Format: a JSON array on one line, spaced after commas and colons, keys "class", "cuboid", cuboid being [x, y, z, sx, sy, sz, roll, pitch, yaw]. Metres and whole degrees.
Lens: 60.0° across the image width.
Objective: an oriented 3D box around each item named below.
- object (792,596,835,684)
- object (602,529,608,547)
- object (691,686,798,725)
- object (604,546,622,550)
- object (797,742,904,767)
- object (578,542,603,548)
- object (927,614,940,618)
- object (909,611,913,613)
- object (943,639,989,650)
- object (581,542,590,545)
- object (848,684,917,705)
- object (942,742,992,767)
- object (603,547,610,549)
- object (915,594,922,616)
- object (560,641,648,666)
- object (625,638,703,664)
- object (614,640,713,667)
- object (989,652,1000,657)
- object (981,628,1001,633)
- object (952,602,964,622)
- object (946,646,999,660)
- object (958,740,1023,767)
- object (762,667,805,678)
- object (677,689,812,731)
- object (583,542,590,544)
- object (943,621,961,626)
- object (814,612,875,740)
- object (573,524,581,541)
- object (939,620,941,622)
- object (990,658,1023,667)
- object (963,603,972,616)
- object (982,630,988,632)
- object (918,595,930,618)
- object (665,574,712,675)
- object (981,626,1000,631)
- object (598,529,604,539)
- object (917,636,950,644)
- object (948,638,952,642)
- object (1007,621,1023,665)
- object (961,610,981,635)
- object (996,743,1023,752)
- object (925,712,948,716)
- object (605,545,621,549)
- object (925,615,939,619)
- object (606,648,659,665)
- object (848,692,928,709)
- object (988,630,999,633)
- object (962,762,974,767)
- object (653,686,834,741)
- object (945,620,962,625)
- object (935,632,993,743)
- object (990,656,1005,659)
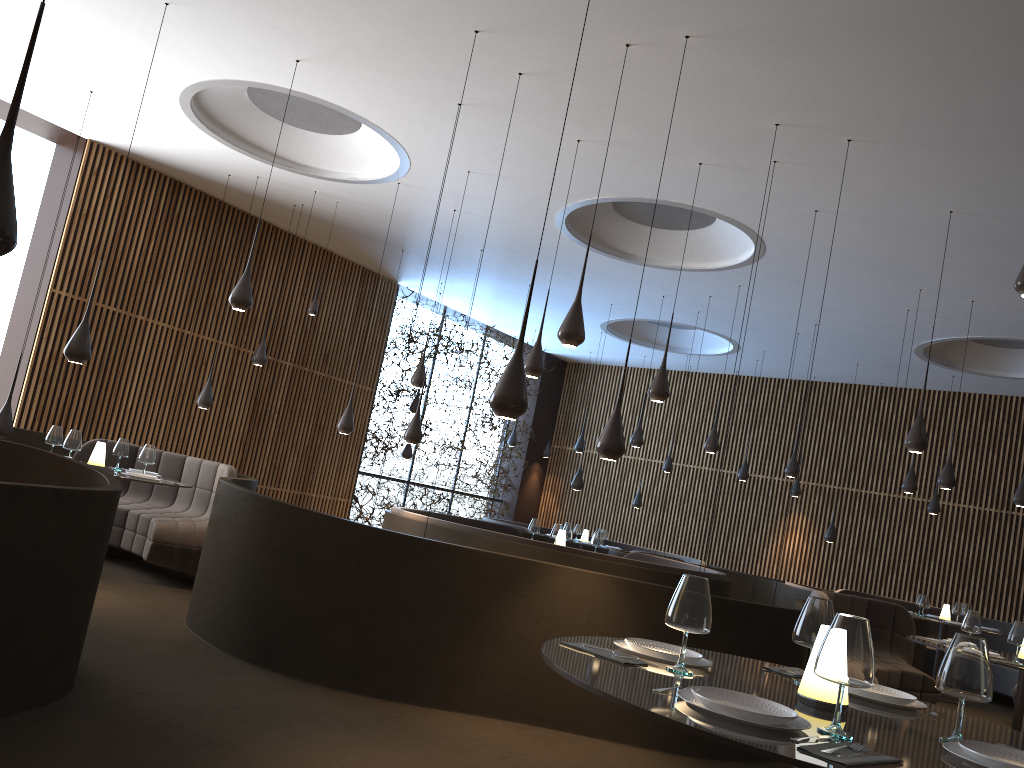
[{"class": "object", "cuboid": [1.029, 0.878, 3.022, 0.141, 0.294, 0.142, 7, -8, 34]}, {"class": "object", "cuboid": [1.603, 2.694, 15.505, 0.142, 0.294, 0.142, 12, -7, -10]}, {"class": "object", "cuboid": [0.580, 0.810, 2.224, 0.263, 0.029, 0.264, 7, -9, 28]}, {"class": "object", "cuboid": [1.742, 2.838, 15.328, 0.331, 0.014, 0.333, 8, -8, 22]}, {"class": "object", "cuboid": [0.757, 0.829, 1.979, 0.263, 0.017, 0.126, 18, -10, -39]}, {"class": "object", "cuboid": [1.302, 2.670, 14.733, 0.411, 0.012, 0.205, 12, -8, -7]}, {"class": "object", "cuboid": [6.048, 3.321, 12.627, 0.263, 0.029, 0.263, 14, -8, -17]}, {"class": "object", "cuboid": [5.443, 3.162, 12.348, 0.263, 0.029, 0.264, 4, -10, 43]}, {"class": "object", "cuboid": [3.645, 2.101, 7.127, 0.332, 0.014, 0.332, 14, -8, -18]}, {"class": "object", "cuboid": [1.306, 2.670, 14.734, 0.331, 0.014, 0.333, 8, -8, 23]}, {"class": "object", "cuboid": [1.233, 1.048, 3.013, 0.263, 0.029, 0.264, 7, -9, 27]}, {"class": "object", "cuboid": [1.248, 0.949, 2.196, 0.332, 0.014, 0.332, 13, -8, -13]}, {"class": "object", "cuboid": [1.601, 2.736, 14.731, 0.126, 0.017, 0.262, 12, -8, -3]}, {"class": "object", "cuboid": [5.781, 3.126, 12.548, 0.142, 0.294, 0.142, 14, -7, -22]}, {"class": "object", "cuboid": [0.284, 0.842, 2.768, 0.261, 0.017, 0.127, 4, -11, 45]}, {"class": "object", "cuboid": [0.505, 0.896, 2.969, 0.263, 0.029, 0.264, 10, -8, 7]}, {"class": "object", "cuboid": [0.503, 0.906, 2.968, 0.331, 0.014, 0.333, 4, -11, 45]}, {"class": "object", "cuboid": [3.392, 1.945, 6.432, 0.263, 0.029, 0.264, 5, -10, 41]}, {"class": "object", "cuboid": [6.441, 3.322, 11.986, 0.331, 0.014, 0.333, 8, -8, 22]}, {"class": "object", "cuboid": [6.001, 3.086, 11.929, 0.142, 0.294, 0.142, 14, -7, -26]}, {"class": "object", "cuboid": [3.388, 1.956, 6.435, 0.205, 0.012, 0.411, 14, -8, -17]}, {"class": "object", "cuboid": [1.250, 0.940, 2.197, 0.264, 0.029, 0.263, 16, -9, -29]}, {"class": "object", "cuboid": [1.034, 1.056, 3.241, 0.263, 0.017, 0.126, 18, -10, -43]}, {"class": "object", "cuboid": [0.578, 0.819, 2.223, 0.333, 0.014, 0.331, 18, -10, -42]}, {"class": "object", "cuboid": [1.308, 2.661, 14.735, 0.263, 0.029, 0.264, 4, -10, 42]}, {"class": "object", "cuboid": [5.817, 3.147, 11.617, 0.332, 0.014, 0.332, 14, -8, -21]}, {"class": "object", "cuboid": [0.833, 0.730, 2.226, 0.142, 0.294, 0.142, 15, -7, -29]}, {"class": "object", "cuboid": [1.151, 2.620, 15.627, 0.141, 0.294, 0.142, 7, -8, 37]}, {"class": "object", "cuboid": [5.812, 3.147, 11.618, 0.410, 0.012, 0.205, 9, -8, 16]}, {"class": "object", "cuboid": [3.447, 1.933, 6.134, 0.262, 0.017, 0.126, 13, -8, -13]}, {"class": "object", "cuboid": [6.334, 3.210, 12.348, 0.142, 0.294, 0.142, 13, -7, -16]}, {"class": "object", "cuboid": [6.090, 3.192, 11.497, 0.126, 0.017, 0.263, 9, -8, 20]}, {"class": "object", "cuboid": [5.620, 3.032, 12.093, 0.141, 0.294, 0.142, 8, -7, 24]}, {"class": "object", "cuboid": [0.545, 0.744, 2.751, 0.141, 0.294, 0.142, 9, -7, 21]}, {"class": "object", "cuboid": [6.443, 3.313, 11.987, 0.263, 0.029, 0.264, 5, -10, 41]}, {"class": "object", "cuboid": [1.474, 2.590, 14.928, 0.141, 0.294, 0.142, 8, -7, 30]}, {"class": "object", "cuboid": [3.360, 2.040, 7.045, 0.127, 0.017, 0.262, 14, -8, -19]}, {"class": "object", "cuboid": [3.647, 2.091, 7.128, 0.263, 0.029, 0.263, 13, -8, -15]}, {"class": "object", "cuboid": [3.619, 1.847, 6.334, 0.142, 0.294, 0.142, 12, -6, -3]}, {"class": "object", "cuboid": [3.585, 1.921, 6.929, 0.141, 0.294, 0.142, 7, -8, 36]}, {"class": "object", "cuboid": [1.449, 1.026, 2.411, 0.261, 0.017, 0.127, 5, -10, 40]}, {"class": "object", "cuboid": [1.234, 1.059, 3.009, 0.410, 0.012, 0.205, 4, -10, 42]}, {"class": "object", "cuboid": [1.744, 2.829, 15.329, 0.263, 0.029, 0.264, 8, -8, 25]}, {"class": "object", "cuboid": [6.047, 3.330, 12.626, 0.332, 0.014, 0.332, 13, -8, -14]}, {"class": "object", "cuboid": [0.506, 0.908, 2.972, 0.204, 0.012, 0.412, 5, -10, 40]}, {"class": "object", "cuboid": [1.231, 1.057, 3.012, 0.331, 0.014, 0.333, 6, -10, 37]}, {"class": "object", "cuboid": [6.440, 3.323, 11.981, 0.204, 0.012, 0.412, 9, -8, 14]}, {"class": "object", "cuboid": [1.246, 0.949, 2.192, 0.204, 0.012, 0.412, 6, -9, 36]}, {"class": "object", "cuboid": [0.574, 0.820, 2.226, 0.410, 0.012, 0.205, 3, -11, 46]}, {"class": "object", "cuboid": [5.818, 3.137, 11.618, 0.263, 0.029, 0.264, 7, -8, 26]}, {"class": "object", "cuboid": [1.243, 0.841, 2.441, 0.142, 0.294, 0.142, 11, -6, 6]}, {"class": "object", "cuboid": [3.390, 1.955, 6.431, 0.331, 0.014, 0.333, 5, -10, 38]}]
